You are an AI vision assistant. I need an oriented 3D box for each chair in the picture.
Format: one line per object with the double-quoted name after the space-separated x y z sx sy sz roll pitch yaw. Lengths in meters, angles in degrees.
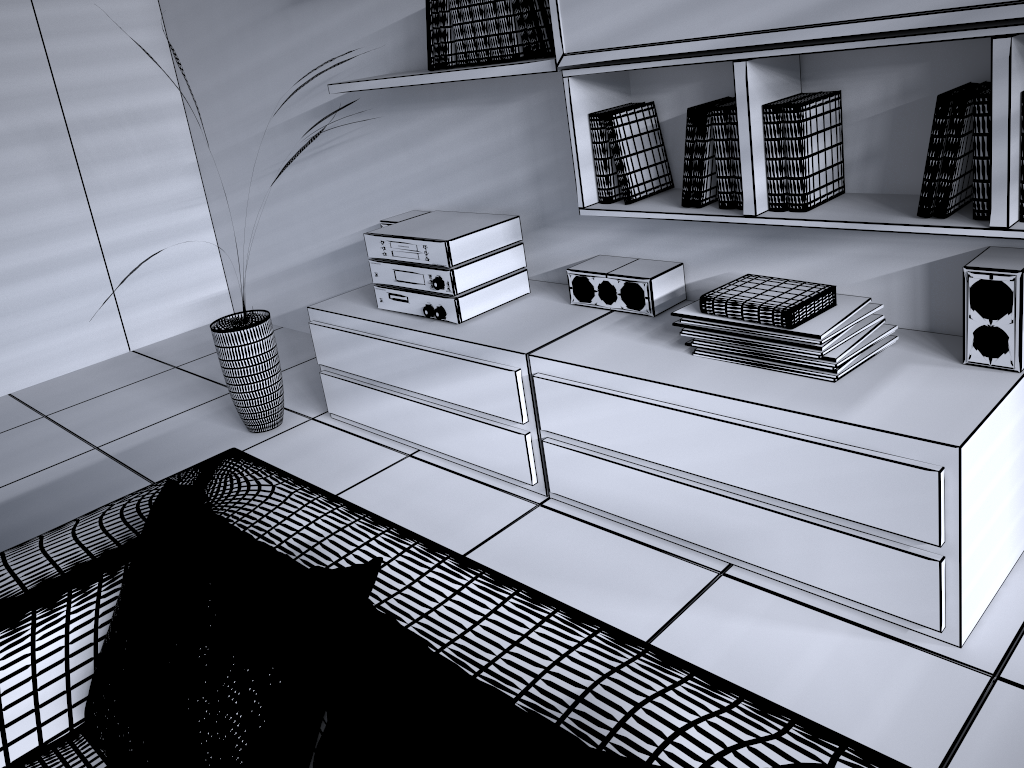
-0.316 0.695 1.086 1.666 0.535 0.982 13 30 44 "chair"

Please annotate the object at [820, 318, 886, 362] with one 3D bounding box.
0.686 -0.141 2.216 0.292 0.008 0.420 -26 28 -37 "object"

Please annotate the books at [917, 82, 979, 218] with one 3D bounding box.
0.948 -0.508 1.906 0.075 0.252 0.212 8 25 44 "books"

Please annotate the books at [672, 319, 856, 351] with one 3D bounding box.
0.661 -0.168 2.235 0.292 0.008 0.420 -26 28 -37 "books"

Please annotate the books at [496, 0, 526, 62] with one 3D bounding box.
0.043 -1.114 2.652 0.050 0.251 0.212 8 25 45 "books"

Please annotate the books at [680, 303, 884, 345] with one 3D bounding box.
0.664 -0.178 2.211 0.292 0.008 0.420 -26 28 -37 "books"

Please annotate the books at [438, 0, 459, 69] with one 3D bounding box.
-0.151 -1.162 2.845 0.075 0.252 0.212 8 25 44 "books"

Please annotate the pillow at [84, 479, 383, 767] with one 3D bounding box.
-0.462 0.429 1.310 0.572 0.377 0.348 11 27 42 "pillow"

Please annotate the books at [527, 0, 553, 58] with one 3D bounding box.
0.130 -1.087 2.558 0.073 0.250 0.212 9 25 45 "books"

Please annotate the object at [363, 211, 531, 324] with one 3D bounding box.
-0.227 -0.406 2.980 0.435 0.261 0.355 12 29 44 "object"

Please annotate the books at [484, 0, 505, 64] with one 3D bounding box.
0.009 -1.124 2.691 0.050 0.251 0.212 8 25 44 "books"

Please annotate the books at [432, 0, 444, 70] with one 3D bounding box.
-0.174 -1.167 2.867 0.075 0.252 0.212 8 25 44 "books"

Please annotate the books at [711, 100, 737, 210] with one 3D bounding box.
0.594 -0.599 2.265 0.050 0.251 0.212 9 25 45 "books"

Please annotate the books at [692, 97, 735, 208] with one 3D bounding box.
0.545 -0.610 2.310 0.075 0.252 0.212 8 25 44 "books"

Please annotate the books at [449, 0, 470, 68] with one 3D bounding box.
-0.102 -1.151 2.800 0.050 0.251 0.212 9 25 45 "books"

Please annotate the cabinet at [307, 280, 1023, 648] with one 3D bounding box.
0.257 0.028 2.682 0.587 0.436 2.293 -25 27 -39 "cabinet"

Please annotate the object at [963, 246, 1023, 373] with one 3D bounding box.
1.097 -0.169 1.965 0.120 0.224 0.181 9 26 44 "object"

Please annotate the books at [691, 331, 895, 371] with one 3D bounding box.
0.691 -0.119 2.208 0.292 0.008 0.420 -26 28 -37 "books"

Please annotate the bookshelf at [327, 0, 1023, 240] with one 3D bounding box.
0.387 -1.062 2.253 0.335 1.213 2.846 -23 25 -39 "bookshelf"

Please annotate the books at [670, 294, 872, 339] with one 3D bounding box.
0.655 -0.193 2.226 0.292 0.008 0.420 -26 28 -37 "books"

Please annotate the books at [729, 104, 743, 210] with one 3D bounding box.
0.631 -0.589 2.228 0.050 0.251 0.212 8 25 45 "books"

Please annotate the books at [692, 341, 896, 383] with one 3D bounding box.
0.697 -0.094 2.218 0.292 0.008 0.420 -26 28 -37 "books"

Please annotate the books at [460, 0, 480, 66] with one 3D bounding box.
-0.065 -1.142 2.763 0.050 0.251 0.212 8 25 45 "books"

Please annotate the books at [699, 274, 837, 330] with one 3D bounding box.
0.634 -0.207 2.189 0.211 0.048 0.262 -24 26 -34 "books"

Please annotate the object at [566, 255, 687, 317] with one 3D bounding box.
0.350 -0.309 2.736 0.181 0.115 0.332 -26 27 -39 "object"

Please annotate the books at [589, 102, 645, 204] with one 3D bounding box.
0.317 -0.671 2.555 0.050 0.251 0.212 8 25 45 "books"

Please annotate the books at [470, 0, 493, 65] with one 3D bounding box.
-0.033 -1.130 2.723 0.050 0.251 0.212 8 25 45 "books"

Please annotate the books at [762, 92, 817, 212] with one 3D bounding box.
0.695 -0.574 2.171 0.050 0.251 0.212 8 25 45 "books"

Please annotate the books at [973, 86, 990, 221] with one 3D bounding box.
1.020 -0.491 1.839 0.050 0.251 0.212 9 25 45 "books"

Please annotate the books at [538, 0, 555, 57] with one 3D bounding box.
0.154 -1.077 2.520 0.073 0.250 0.212 8 25 44 "books"

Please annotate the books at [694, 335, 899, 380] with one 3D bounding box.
0.701 -0.100 2.211 0.292 0.008 0.420 -26 28 -37 "books"

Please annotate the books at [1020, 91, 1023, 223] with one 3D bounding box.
1.084 -0.475 1.781 0.050 0.251 0.212 8 25 45 "books"

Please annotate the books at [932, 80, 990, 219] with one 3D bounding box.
0.971 -0.502 1.884 0.075 0.252 0.212 8 25 44 "books"

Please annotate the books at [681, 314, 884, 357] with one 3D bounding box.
0.670 -0.153 2.221 0.292 0.008 0.420 -26 28 -37 "books"

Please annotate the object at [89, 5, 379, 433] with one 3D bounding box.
-0.945 -0.595 3.173 1.179 1.536 0.257 -12 17 -10 "object"

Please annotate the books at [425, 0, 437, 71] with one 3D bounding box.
-0.200 -1.170 2.887 0.073 0.250 0.212 8 25 44 "books"

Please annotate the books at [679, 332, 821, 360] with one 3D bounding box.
0.666 -0.146 2.228 0.292 0.008 0.420 -26 28 -37 "books"

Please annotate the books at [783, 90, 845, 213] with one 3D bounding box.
0.733 -0.566 2.139 0.050 0.251 0.212 8 25 45 "books"

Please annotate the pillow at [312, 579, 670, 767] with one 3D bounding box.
-0.057 0.512 0.895 0.571 0.386 0.307 11 27 42 "pillow"

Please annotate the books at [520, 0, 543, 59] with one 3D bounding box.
0.109 -1.096 2.583 0.075 0.252 0.212 9 25 44 "books"

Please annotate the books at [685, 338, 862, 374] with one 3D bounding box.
0.692 -0.116 2.226 0.292 0.008 0.420 -26 28 -37 "books"

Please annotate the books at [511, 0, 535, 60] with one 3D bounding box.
0.088 -1.101 2.606 0.075 0.252 0.212 9 25 45 "books"

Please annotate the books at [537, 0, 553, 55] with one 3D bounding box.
0.156 -1.090 2.553 0.073 0.250 0.212 9 25 45 "books"

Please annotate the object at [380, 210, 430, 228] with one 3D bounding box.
-0.400 -0.547 3.464 0.120 0.224 0.181 9 26 44 "object"

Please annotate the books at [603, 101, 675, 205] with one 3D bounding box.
0.361 -0.659 2.509 0.075 0.252 0.212 9 25 45 "books"

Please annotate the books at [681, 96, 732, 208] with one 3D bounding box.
0.522 -0.615 2.332 0.075 0.252 0.212 8 25 44 "books"

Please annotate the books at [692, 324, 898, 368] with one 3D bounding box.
0.695 -0.126 2.201 0.292 0.008 0.420 -26 28 -37 "books"
